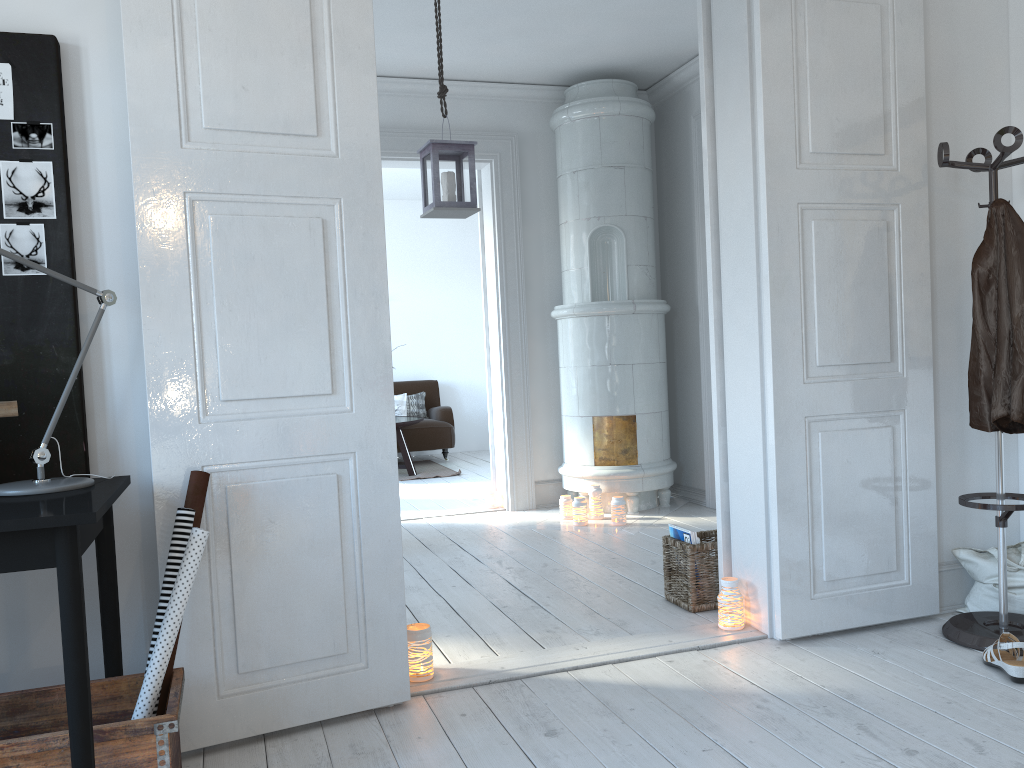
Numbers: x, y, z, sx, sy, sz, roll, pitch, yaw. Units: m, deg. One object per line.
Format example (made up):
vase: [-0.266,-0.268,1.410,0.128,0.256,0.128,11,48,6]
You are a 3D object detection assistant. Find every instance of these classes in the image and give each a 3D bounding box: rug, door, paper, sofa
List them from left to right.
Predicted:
paper: [-0.829,0.663,2.072,0.283,0.627,0.041,-5,3,-40]
paper: [-0.848,0.645,2.128,0.043,0.669,0.266,-1,3,27]
paper: [-0.847,0.600,2.200,0.048,0.747,0.297,-1,3,27]
sofa: [-1.712,0.423,9.060,2.164,0.825,0.968,-3,2,-18]
rug: [-1.463,0.828,8.351,1.709,0.055,1.455,-3,2,-17]
door: [-0.739,-0.363,5.801,2.598,2.507,0.577,-3,3,-18]
door: [0.189,-0.330,2.933,2.598,2.507,0.577,-3,3,-18]
door: [1.585,-0.453,4.963,0.306,2.507,1.598,-4,2,-18]

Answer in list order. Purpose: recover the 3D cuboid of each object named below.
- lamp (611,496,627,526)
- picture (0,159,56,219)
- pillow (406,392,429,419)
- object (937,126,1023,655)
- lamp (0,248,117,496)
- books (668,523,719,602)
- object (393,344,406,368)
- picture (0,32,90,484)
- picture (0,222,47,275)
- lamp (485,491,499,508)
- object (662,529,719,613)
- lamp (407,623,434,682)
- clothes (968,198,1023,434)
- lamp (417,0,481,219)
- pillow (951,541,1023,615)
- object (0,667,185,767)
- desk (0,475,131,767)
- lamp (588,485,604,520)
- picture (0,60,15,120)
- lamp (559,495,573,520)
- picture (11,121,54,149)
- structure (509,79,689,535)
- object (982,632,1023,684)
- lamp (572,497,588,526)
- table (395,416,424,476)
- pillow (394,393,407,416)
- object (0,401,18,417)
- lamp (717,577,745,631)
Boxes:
lamp: [0.633,0.753,5.269,0.089,0.166,0.089,-4,3,-19]
picture: [-1.247,-0.503,2.285,0.121,0.153,0.002,-3,3,-18]
pillow: [-1.150,0.235,9.347,0.542,0.288,0.183,-3,2,-17]
object: [1.613,0.023,2.940,0.374,1.660,0.374,-3,3,-10]
lamp: [-1.199,-0.101,2.026,0.230,0.716,0.616,0,3,43]
books: [0.766,0.713,3.560,0.201,0.300,0.179,-4,2,-18]
object: [-1.382,-0.181,8.253,0.525,1.067,0.845,-1,3,43]
picture: [-1.614,-0.297,2.204,0.952,1.173,0.064,-3,3,-18]
picture: [-1.259,-0.349,2.285,0.103,0.136,0.001,-3,3,-18]
lamp: [-0.139,0.789,6.043,0.093,0.110,0.093,-3,2,-1]
object: [0.780,0.745,3.565,0.270,0.265,0.223,-3,2,-18]
lamp: [-0.297,0.855,2.824,0.089,0.166,0.089,-4,3,-25]
clothes: [1.606,-0.216,2.858,0.237,0.771,0.211,-2,3,15]
lamp: [-0.335,-1.678,4.136,0.228,1.763,0.228,-4,3,-21]
pillow: [1.816,0.678,3.209,0.317,0.314,0.273,-3,2,-17]
object: [-1.078,0.869,1.966,0.664,0.282,0.339,-3,2,-18]
desk: [-1.429,0.652,1.846,1.159,0.759,0.650,-3,2,-18]
lamp: [0.516,0.731,5.489,0.098,0.210,0.098,-3,2,-13]
picture: [-1.338,-0.750,2.248,0.147,0.154,0.004,-3,3,-18]
lamp: [0.338,0.770,5.536,0.084,0.146,0.084,-3,2,-13]
picture: [-1.236,-0.642,2.286,0.095,0.071,0.001,-3,3,-18]
structure: [0.547,-0.501,5.643,0.800,2.830,1.246,-1,3,27]
object: [1.496,0.804,2.689,0.099,0.126,0.272,-2,2,15]
lamp: [0.408,0.763,5.316,0.089,0.166,0.089,-3,2,-16]
table: [-1.467,0.604,8.316,1.299,0.503,1.299,-4,2,-28]
pillow: [-1.307,0.235,9.178,0.470,0.309,0.188,-3,2,-17]
object: [-1.263,0.149,2.139,0.138,0.209,0.034,-5,3,-38]
lamp: [0.785,0.789,3.184,0.092,0.180,0.093,-4,3,-35]
